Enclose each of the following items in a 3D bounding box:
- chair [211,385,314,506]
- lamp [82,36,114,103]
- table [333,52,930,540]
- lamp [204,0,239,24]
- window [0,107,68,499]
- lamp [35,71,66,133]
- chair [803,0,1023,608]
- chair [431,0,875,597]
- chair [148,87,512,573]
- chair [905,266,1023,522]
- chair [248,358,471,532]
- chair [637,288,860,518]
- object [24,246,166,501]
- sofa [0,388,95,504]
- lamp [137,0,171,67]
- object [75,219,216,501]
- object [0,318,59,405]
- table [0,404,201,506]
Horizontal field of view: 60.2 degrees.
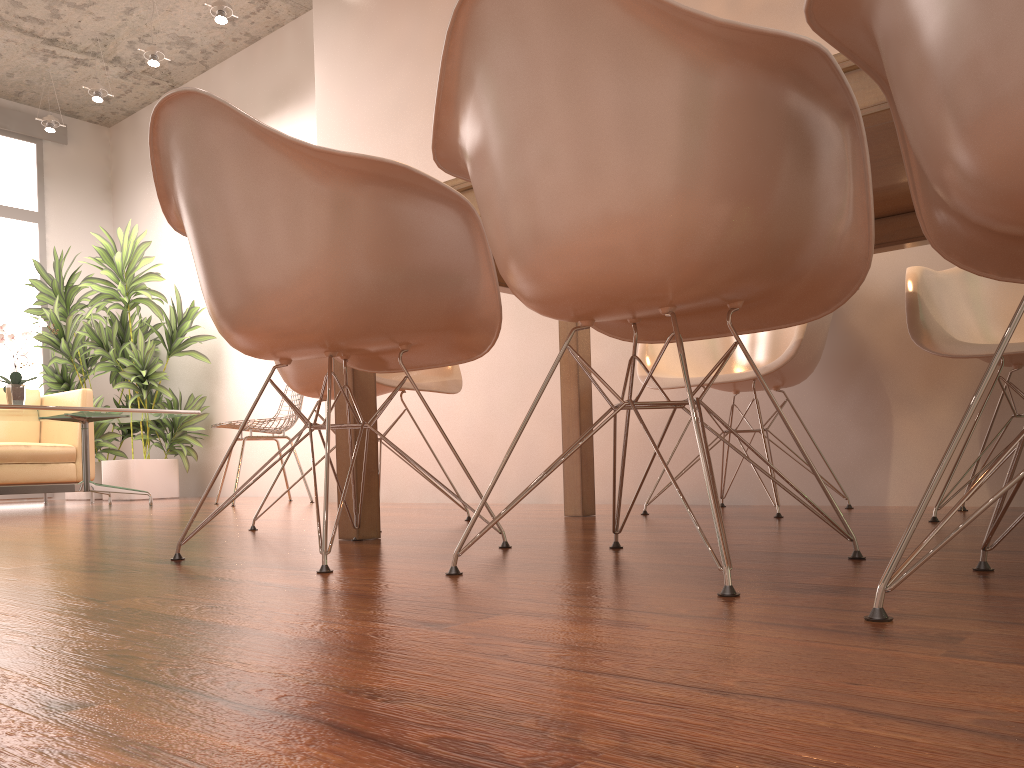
[{"bbox_3d":[-1.442,0.247,5.153,0.558,0.900,0.546,-1,-1,-30],"label":"chair"},{"bbox_3d":[-3.018,-2.299,6.424,0.134,0.482,0.199,-2,-1,8],"label":"lamp"},{"bbox_3d":[0.669,-0.071,1.947,2.085,0.809,1.023,-6,-5,40],"label":"table"},{"bbox_3d":[-1.768,-2.435,5.354,0.134,0.482,0.199,-2,-1,8],"label":"lamp"},{"bbox_3d":[-6.668,-0.869,4.571,0.062,3.274,8.538,-2,-3,40],"label":"window"},{"bbox_3d":[-3.643,-2.230,6.959,0.134,0.482,0.199,-2,-1,8],"label":"lamp"},{"bbox_3d":[0.677,-0.197,0.925,0.688,0.848,0.641,-3,-2,35],"label":"chair"},{"bbox_3d":[0.198,-0.129,1.433,0.688,0.860,0.641,-3,-2,35],"label":"chair"},{"bbox_3d":[-0.401,-0.075,1.826,0.688,0.860,0.641,-3,-2,35],"label":"chair"},{"bbox_3d":[1.435,-0.080,2.349,0.687,0.860,0.641,-3,-2,30],"label":"chair"},{"bbox_3d":[-0.521,0.023,2.839,0.645,0.860,0.683,-3,-2,25],"label":"chair"},{"bbox_3d":[0.809,-0.003,2.972,0.688,0.860,0.640,-3,-2,40],"label":"chair"},{"bbox_3d":[-3.409,-0.093,7.317,1.076,2.104,0.972,-1,-1,-32],"label":"object"},{"bbox_3d":[-3.787,0.399,5.717,0.884,0.836,1.797,-4,-5,40],"label":"sofa"},{"bbox_3d":[-2.393,-2.367,5.889,0.134,0.482,0.199,-2,-1,8],"label":"lamp"},{"bbox_3d":[-2.884,-0.148,6.886,0.962,2.104,1.086,-1,-1,-37],"label":"object"},{"bbox_3d":[-2.754,-0.144,4.918,0.372,0.589,0.297,-3,-1,35],"label":"object"},{"bbox_3d":[-2.813,0.430,4.874,0.946,0.559,1.866,-5,-6,40],"label":"table"}]
